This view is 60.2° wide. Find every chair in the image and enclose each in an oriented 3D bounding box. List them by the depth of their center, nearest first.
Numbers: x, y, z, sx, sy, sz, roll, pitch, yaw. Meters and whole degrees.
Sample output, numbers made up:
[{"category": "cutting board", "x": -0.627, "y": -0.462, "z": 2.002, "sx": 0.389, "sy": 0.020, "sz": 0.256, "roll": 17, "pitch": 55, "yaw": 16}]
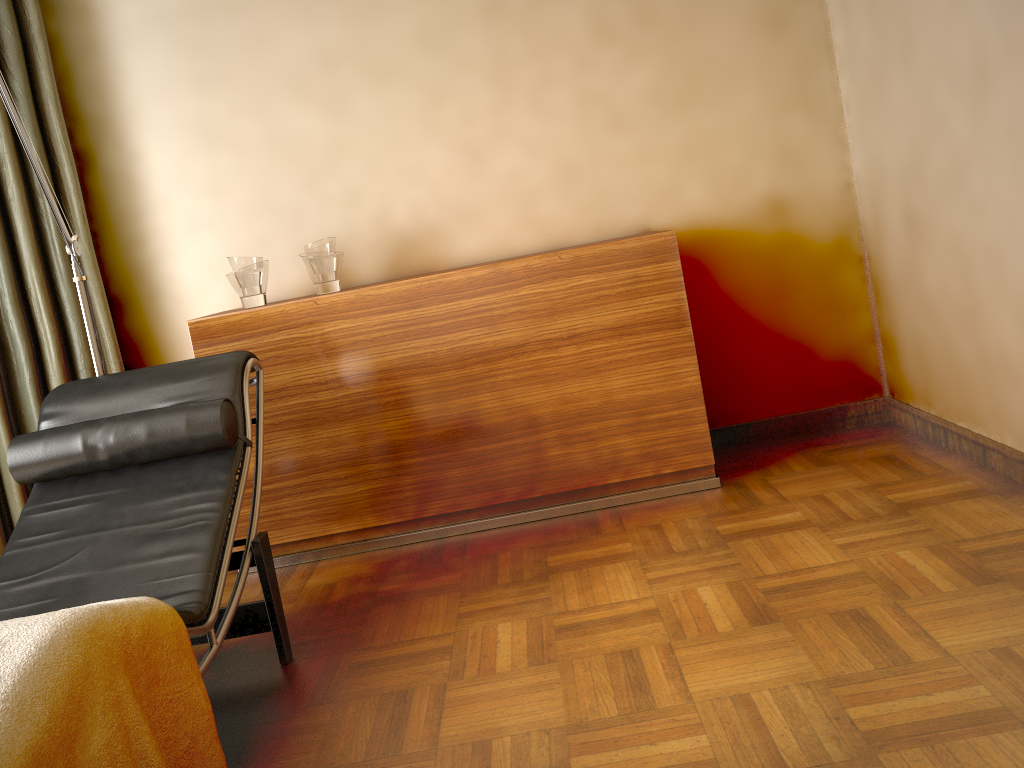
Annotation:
[{"category": "chair", "x": -0.959, "y": 0.462, "z": 1.817, "sx": 0.635, "sy": 0.790, "sz": 1.806, "roll": -10, "pitch": 8, "yaw": 1}]

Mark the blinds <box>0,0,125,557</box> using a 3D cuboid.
[{"category": "blinds", "x": -2.068, "y": -0.338, "z": 2.692, "sx": 1.551, "sy": 2.434, "sz": 0.223, "roll": -16, "pitch": 7, "yaw": -44}]

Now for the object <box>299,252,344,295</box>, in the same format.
[{"category": "object", "x": -0.663, "y": -0.399, "z": 3.129, "sx": 0.156, "sy": 0.153, "sz": 0.157, "roll": -12, "pitch": 7, "yaw": -8}]

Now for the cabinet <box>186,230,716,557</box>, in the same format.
[{"category": "cabinet", "x": -0.198, "y": 0.021, "z": 3.207, "sx": 1.673, "sy": 0.856, "sz": 0.419, "roll": -10, "pitch": 5, "yaw": 1}]

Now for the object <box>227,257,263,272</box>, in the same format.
[{"category": "object", "x": -0.933, "y": -0.388, "z": 3.130, "sx": 0.123, "sy": 0.149, "sz": 0.123, "roll": -13, "pitch": 7, "yaw": -17}]

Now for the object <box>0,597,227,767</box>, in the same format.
[{"category": "object", "x": -0.947, "y": 0.697, "z": 1.301, "sx": 0.917, "sy": 0.516, "sz": 0.918, "roll": -10, "pitch": 8, "yaw": 1}]

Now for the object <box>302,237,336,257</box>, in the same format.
[{"category": "object", "x": -0.670, "y": -0.436, "z": 3.126, "sx": 0.123, "sy": 0.149, "sz": 0.123, "roll": -13, "pitch": 7, "yaw": -19}]

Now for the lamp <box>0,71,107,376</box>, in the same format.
[{"category": "lamp", "x": -1.137, "y": -0.097, "z": 2.057, "sx": 0.451, "sy": 1.952, "sz": 1.429, "roll": -10, "pitch": 6, "yaw": 5}]

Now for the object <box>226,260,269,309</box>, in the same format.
[{"category": "object", "x": -0.926, "y": -0.350, "z": 3.133, "sx": 0.158, "sy": 0.153, "sz": 0.155, "roll": -17, "pitch": 9, "yaw": -42}]
